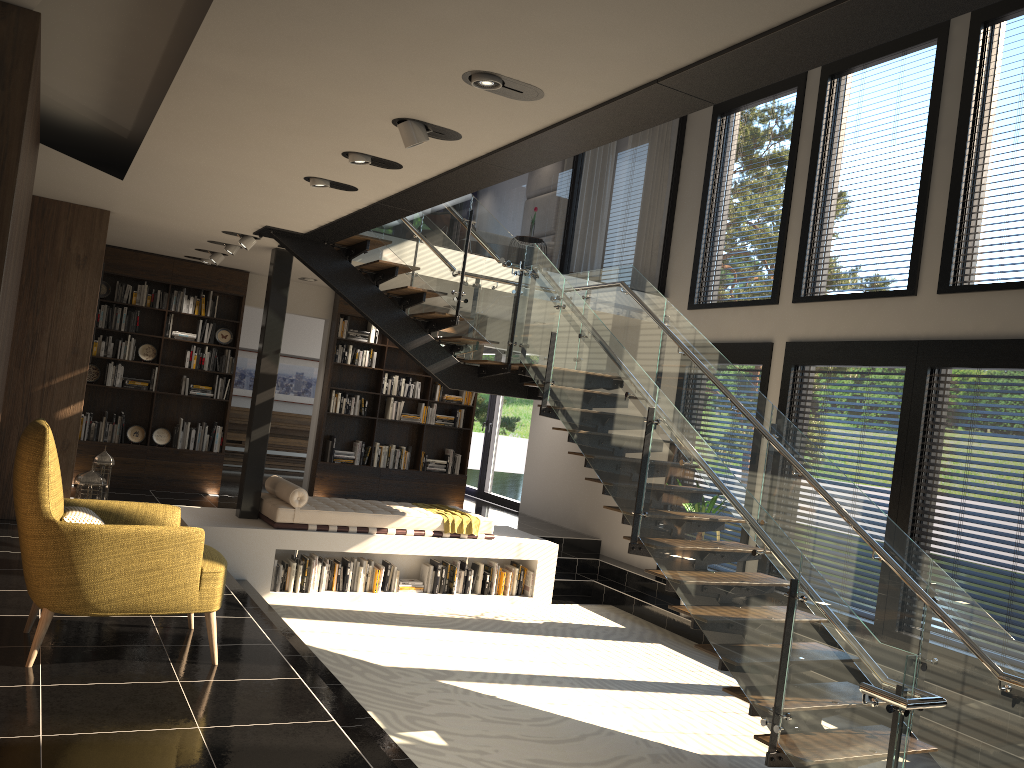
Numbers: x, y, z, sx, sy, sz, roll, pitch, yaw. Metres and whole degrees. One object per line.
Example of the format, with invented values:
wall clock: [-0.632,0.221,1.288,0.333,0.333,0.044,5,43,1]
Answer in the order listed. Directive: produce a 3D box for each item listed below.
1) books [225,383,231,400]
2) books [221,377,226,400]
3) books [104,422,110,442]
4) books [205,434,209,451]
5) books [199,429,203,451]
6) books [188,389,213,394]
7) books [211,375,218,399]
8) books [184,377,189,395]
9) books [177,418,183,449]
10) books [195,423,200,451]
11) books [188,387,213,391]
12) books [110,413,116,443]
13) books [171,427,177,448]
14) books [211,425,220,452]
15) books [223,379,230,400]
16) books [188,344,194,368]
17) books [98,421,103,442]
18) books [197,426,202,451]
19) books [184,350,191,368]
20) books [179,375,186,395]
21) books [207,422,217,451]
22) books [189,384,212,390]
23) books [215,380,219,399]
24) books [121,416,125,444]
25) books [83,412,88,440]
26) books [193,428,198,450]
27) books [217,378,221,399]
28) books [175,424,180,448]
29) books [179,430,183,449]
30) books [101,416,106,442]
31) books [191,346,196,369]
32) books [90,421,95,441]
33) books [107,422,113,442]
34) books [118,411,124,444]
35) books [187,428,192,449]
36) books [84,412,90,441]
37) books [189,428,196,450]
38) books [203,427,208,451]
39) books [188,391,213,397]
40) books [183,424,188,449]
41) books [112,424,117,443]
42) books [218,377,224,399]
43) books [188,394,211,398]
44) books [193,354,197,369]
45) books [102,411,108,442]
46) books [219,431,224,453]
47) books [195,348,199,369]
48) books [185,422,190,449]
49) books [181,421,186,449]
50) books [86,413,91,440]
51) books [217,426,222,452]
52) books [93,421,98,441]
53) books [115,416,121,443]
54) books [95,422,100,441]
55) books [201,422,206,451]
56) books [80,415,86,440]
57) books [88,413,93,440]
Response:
books: [-3.418,0.089,10.651,0.021,0.204,0.169,8,-2,-28]
books: [-3.459,0.050,10.600,0.013,0.267,0.177,8,-1,-28]
books: [-4.601,0.540,10.049,0.034,0.223,0.208,8,-2,-28]
books: [-3.647,0.696,10.568,0.032,0.195,0.134,8,-1,-28]
books: [-3.702,0.660,10.523,0.022,0.250,0.144,8,-1,-28]
books: [-3.697,0.086,10.507,0.263,0.030,0.159,9,-2,-31]
books: [-3.544,0.032,10.570,0.014,0.279,0.202,8,-1,-28]
books: [-3.829,0.026,10.410,0.036,0.206,0.215,8,-2,-28]
books: [-3.893,0.575,10.373,0.017,0.359,0.189,8,-1,-28]
books: [-3.728,0.619,10.485,0.012,0.322,0.177,8,-1,-28]
books: [-3.697,0.061,10.513,0.266,0.019,0.157,8,-2,-27]
books: [-4.531,0.499,10.060,0.016,0.322,0.218,8,-1,-28]
books: [-3.962,0.624,10.396,0.023,0.244,0.135,8,-1,-28]
books: [-3.542,0.650,10.596,0.035,0.314,0.168,8,-1,-28]
books: [-3.431,0.061,10.610,0.047,0.253,0.210,8,-2,-28]
books: [-3.781,-0.325,10.416,0.025,0.280,0.145,8,-1,-28]
books: [-4.652,0.532,10.010,0.026,0.222,0.209,8,-2,-28]
books: [-3.714,0.639,10.498,0.029,0.286,0.137,8,-1,-28]
books: [-3.814,-0.294,10.408,0.033,0.211,0.132,8,-1,-28]
books: [-3.869,0.012,10.420,0.028,0.224,0.161,8,-1,-28]
books: [-3.581,0.624,10.569,0.065,0.354,0.164,8,-1,-28]
books: [-3.698,0.037,10.521,0.239,0.031,0.146,8,-2,-28]
books: [-3.541,0.060,10.600,0.024,0.226,0.141,8,-1,-28]
books: [-4.438,0.516,10.111,0.042,0.315,0.193,8,-1,-28]
books: [-4.779,0.472,9.926,0.016,0.304,0.217,8,-1,-28]
books: [-3.760,0.646,10.497,0.025,0.260,0.114,8,-1,-28]
books: [-3.508,0.053,10.580,0.014,0.246,0.192,8,-1,-28]
books: [-3.936,0.611,10.400,0.024,0.278,0.135,8,-1,-28]
books: [-3.900,0.648,10.423,0.034,0.215,0.104,8,-1,-28]
books: [-4.623,0.506,10.011,0.017,0.282,0.232,8,-2,-28]
books: [-3.754,-0.317,10.410,0.019,0.272,0.175,8,-1,-28]
books: [-4.737,0.526,9.999,0.035,0.212,0.159,8,-1,-28]
books: [-4.570,0.545,10.065,0.036,0.222,0.173,8,-1,-28]
books: [-4.451,0.493,10.077,0.019,0.356,0.234,8,-1,-28]
books: [-3.821,0.642,10.471,0.034,0.250,0.114,8,-1,-28]
books: [-4.763,0.473,9.928,0.015,0.306,0.222,8,-1,-28]
books: [-3.781,0.645,10.470,0.037,0.255,0.145,8,-1,-28]
books: [-3.658,0.644,10.524,0.018,0.292,0.191,8,-1,-28]
books: [-3.697,0.115,10.499,0.272,0.028,0.174,9,-2,-33]
books: [-3.856,0.617,10.446,0.019,0.289,0.145,8,-1,-28]
books: [-4.527,0.558,10.088,0.033,0.208,0.192,8,-2,-28]
books: [-3.504,0.050,10.629,0.038,0.257,0.138,8,-1,-28]
books: [-3.705,0.139,10.508,0.245,0.021,0.159,8,-2,-26]
books: [-3.741,-0.269,10.425,0.028,0.180,0.130,8,-1,-28]
books: [-4.597,0.479,10.004,0.016,0.341,0.217,8,-1,-28]
books: [-3.496,0.692,10.627,0.029,0.247,0.139,8,-1,-28]
books: [-3.716,-0.302,10.430,0.014,0.253,0.169,8,-1,-28]
books: [-3.830,0.604,10.441,0.019,0.321,0.161,8,-1,-28]
books: [-3.870,0.601,10.436,0.019,0.317,0.122,8,-1,-28]
books: [-4.764,0.476,9.965,0.018,0.301,0.195,8,-1,-28]
books: [-3.512,0.659,10.605,0.029,0.306,0.149,8,-1,-28]
books: [-4.690,0.528,9.971,0.021,0.217,0.220,8,-2,-28]
books: [-4.485,0.515,10.086,0.027,0.304,0.204,8,-1,-28]
books: [-4.681,0.536,10.006,0.029,0.206,0.166,8,-2,-28]
books: [-3.671,0.622,10.517,0.016,0.332,0.195,8,-1,-28]
books: [-4.796,0.486,9.912,0.022,0.269,0.215,8,-2,-28]
books: [-4.745,0.477,9.969,0.020,0.304,0.189,8,-1,-28]
